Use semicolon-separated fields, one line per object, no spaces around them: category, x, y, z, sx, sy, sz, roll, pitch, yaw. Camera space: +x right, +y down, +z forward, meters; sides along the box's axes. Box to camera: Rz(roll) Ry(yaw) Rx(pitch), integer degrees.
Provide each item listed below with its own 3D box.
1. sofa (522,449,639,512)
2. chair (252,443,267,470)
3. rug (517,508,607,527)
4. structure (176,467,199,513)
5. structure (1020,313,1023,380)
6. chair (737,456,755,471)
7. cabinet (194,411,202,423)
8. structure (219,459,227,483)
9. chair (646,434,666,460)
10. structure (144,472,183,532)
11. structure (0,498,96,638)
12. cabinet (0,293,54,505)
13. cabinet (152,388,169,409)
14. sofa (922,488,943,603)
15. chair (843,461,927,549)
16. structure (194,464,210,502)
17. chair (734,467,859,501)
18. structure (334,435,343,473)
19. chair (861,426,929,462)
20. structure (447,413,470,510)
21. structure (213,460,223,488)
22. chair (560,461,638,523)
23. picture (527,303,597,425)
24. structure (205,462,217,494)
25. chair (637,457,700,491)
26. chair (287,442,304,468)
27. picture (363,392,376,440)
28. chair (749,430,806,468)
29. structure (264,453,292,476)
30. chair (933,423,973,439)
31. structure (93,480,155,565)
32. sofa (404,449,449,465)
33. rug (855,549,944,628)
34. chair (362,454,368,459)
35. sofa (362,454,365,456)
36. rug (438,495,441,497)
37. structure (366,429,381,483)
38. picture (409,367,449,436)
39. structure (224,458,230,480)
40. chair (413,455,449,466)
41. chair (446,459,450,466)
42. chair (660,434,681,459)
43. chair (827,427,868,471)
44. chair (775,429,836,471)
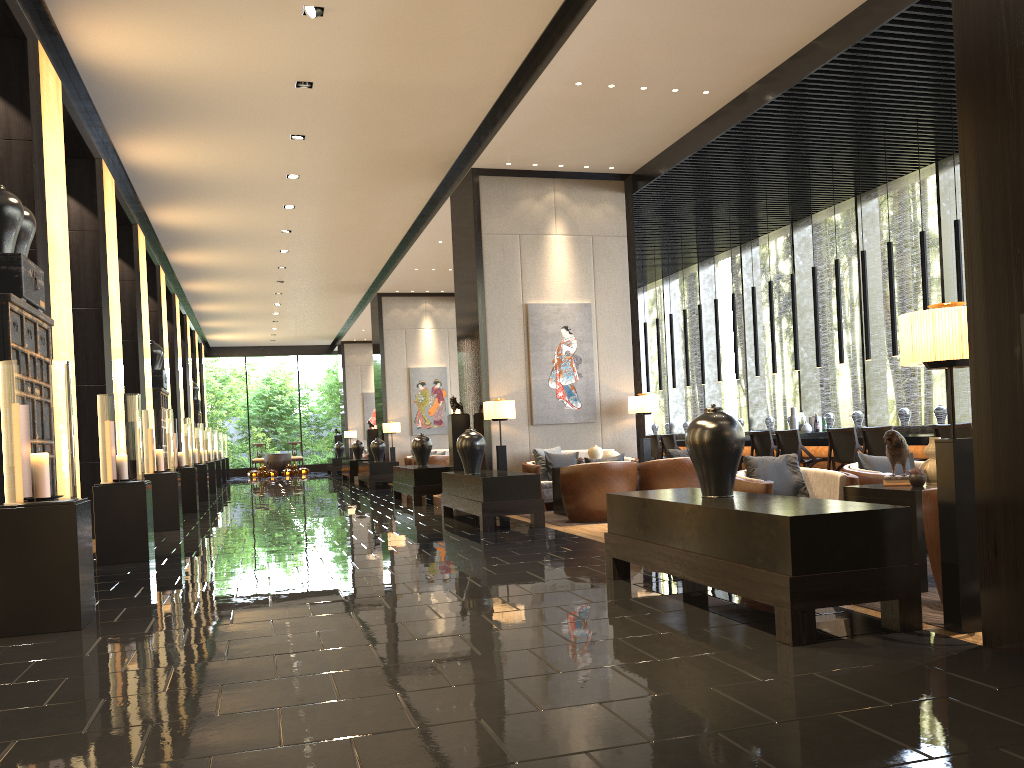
sofa;0.817;1.146;10.701;1.448;0.693;0.604;-2;-2;-16
chair;-8.325;2.500;29.240;0.520;1.076;0.537;-3;-1;-16
rug;1.101;1.428;9.913;1.956;0.008;2.246;-2;-4;-16
structure;-4.868;1.570;13.092;0.402;0.657;0.403;-2;-1;-16
structure;1.790;0.359;2.730;0.240;1.217;0.240;-3;0;-16
chair;3.005;1.056;12.017;0.563;0.827;0.526;-2;-1;-16
cabinet;-8.293;1.693;22.869;0.547;1.922;1.189;-3;-1;-16
structure;-8.092;2.402;24.387;0.402;0.657;0.403;-2;-1;-16
chair;2.411;1.209;14.097;0.563;0.827;0.526;-2;-1;-16
structure;-4.062;1.362;10.269;0.402;0.657;0.403;-2;-1;-16
structure;-2.464;0.950;4.666;0.402;0.657;0.403;-2;-1;-16
cabinet;-3.465;0.447;5.953;0.547;1.922;1.189;-3;-1;-16
cabinet;-5.873;1.068;14.389;0.547;1.922;1.189;-3;-1;-16
sofa;2.672;0.664;4.137;1.448;0.693;0.604;-2;-2;-16
chair;2.581;0.819;5.896;0.803;0.604;0.607;-2;-2;-16
structure;-5.674;1.778;15.916;0.402;0.657;0.403;-2;-1;-16
chair;1.759;0.844;5.661;0.803;0.604;0.607;-2;-2;-16
structure;-5.580;2.260;28.553;0.240;1.217;0.240;-3;0;-16
chair;3.877;0.831;8.963;0.563;0.827;0.526;-2;-1;-16
structure;-0.656;0.990;11.299;0.240;1.217;0.240;-3;0;-16
structure;-7.286;2.194;21.563;0.402;0.657;0.403;-2;-1;-16
chair;0.912;1.081;8.942;0.803;0.604;0.607;-2;-2;-16
picture;0.628;-0.257;11.051;0.834;1.501;0.037;-2;0;-16
structure;-6.480;1.986;18.740;0.402;0.657;0.403;-2;-1;-16
chair;1.733;1.056;9.177;0.803;0.604;0.607;-2;-2;-16
chair;-7.241;2.467;29.550;0.520;1.076;0.537;-3;-1;-16
picture;-4.298;1.014;28.312;0.834;1.501;0.037;-2;0;-16
chair;3.283;0.984;11.043;0.563;0.827;0.526;-2;-1;-16
structure;-7.596;2.615;28.736;0.872;0.710;0.876;-2;-2;-28
chair;4.155;0.759;7.989;0.563;0.827;0.526;-2;-1;-16
structure;-3.257;1.155;7.445;0.402;0.657;0.403;-2;-1;-16
sofa;-1.618;1.774;19.233;1.448;0.693;0.604;-2;-2;-16
rug;2.512;1.064;4.968;2.039;0.008;2.246;-2;-4;-16
chair;-4.000;2.349;26.154;0.803;0.604;0.607;-2;-2;-16
sofa;-4.095;2.414;27.913;1.448;0.693;0.604;-2;-2;-16
rug;0.079;1.692;13.495;2.039;0.008;2.246;-2;-4;-16
structure;-3.114;1.624;19.914;0.240;1.217;0.240;-3;0;-16
picture;-1.826;0.376;19.649;0.834;1.501;0.037;-2;0;-16
structure;-8.897;2.610;27.211;0.402;0.657;0.403;-2;-1;-16
chair;-1.523;1.710;17.474;0.803;0.604;0.607;-2;-2;-16
chair;-0.662;1.469;14.146;0.803;0.604;0.607;-2;-2;-16
chair;2.569;1.168;13.544;0.563;0.827;0.526;-2;-1;-16
chair;3.719;0.872;9.516;0.563;0.827;0.526;-2;-1;-16
chair;3.441;0.943;10.490;0.563;0.827;0.526;-2;-1;-16
